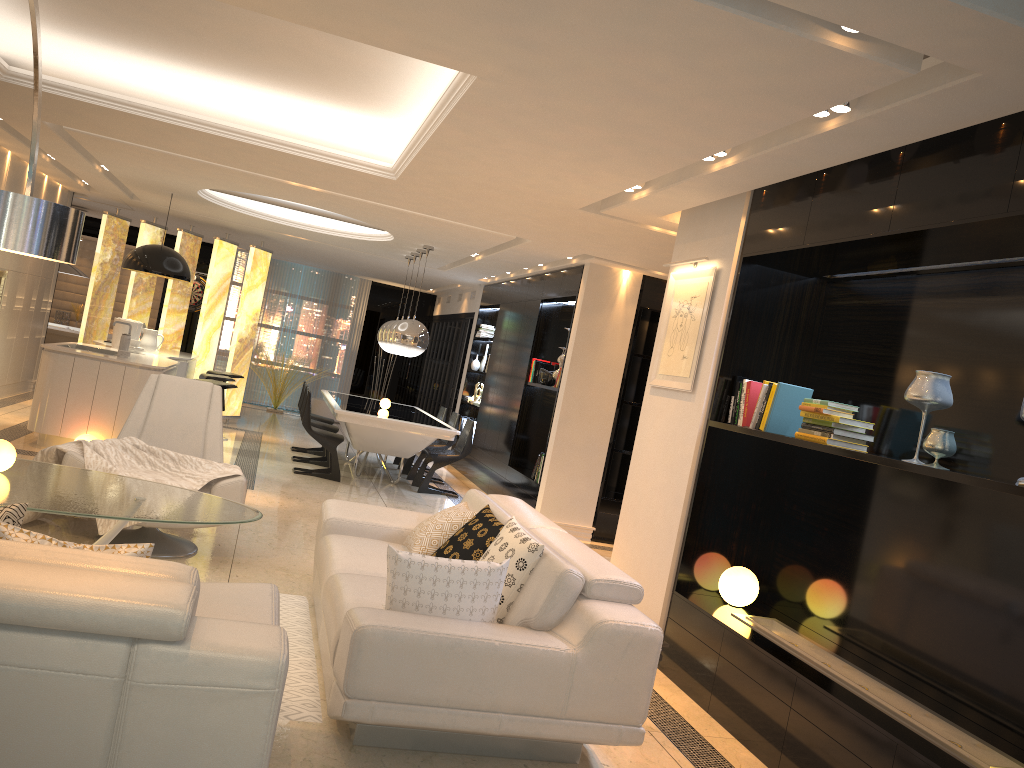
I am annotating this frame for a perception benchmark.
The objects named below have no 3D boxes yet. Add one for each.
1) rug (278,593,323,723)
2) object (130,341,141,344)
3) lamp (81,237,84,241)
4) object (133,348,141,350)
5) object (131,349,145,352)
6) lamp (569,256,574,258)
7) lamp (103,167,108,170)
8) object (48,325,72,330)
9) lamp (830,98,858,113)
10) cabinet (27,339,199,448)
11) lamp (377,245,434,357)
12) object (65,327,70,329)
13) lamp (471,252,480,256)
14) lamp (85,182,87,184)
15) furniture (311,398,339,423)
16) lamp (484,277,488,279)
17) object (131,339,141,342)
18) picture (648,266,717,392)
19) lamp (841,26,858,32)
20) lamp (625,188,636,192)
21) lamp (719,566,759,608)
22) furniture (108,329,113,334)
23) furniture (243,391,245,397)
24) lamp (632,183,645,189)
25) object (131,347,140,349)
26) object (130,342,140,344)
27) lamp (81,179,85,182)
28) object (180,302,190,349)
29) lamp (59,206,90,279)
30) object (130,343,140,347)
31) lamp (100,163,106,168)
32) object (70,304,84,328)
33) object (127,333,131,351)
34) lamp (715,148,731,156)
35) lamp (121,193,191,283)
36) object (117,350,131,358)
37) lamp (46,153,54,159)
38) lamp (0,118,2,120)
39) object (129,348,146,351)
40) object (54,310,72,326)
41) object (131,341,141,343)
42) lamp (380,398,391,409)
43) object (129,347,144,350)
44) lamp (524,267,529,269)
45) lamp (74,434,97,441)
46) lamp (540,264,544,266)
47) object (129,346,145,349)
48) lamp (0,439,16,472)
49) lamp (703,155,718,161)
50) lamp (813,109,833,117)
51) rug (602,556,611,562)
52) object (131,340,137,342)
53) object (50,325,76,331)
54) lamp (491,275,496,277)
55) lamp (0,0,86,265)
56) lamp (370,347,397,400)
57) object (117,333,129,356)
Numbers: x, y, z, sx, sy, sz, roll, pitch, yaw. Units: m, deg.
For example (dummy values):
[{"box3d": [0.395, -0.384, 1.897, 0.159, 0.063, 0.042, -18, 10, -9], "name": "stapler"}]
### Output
[{"box3d": [-2.284, 0.957, 3.757, 2.900, 0.020, 1.661, 11, 1, -15], "name": "rug"}, {"box3d": [-3.926, -0.414, 9.195, 0.138, 0.051, 0.138, 12, 1, 33], "name": "object"}, {"box3d": [-7.694, -2.624, 15.816, 0.107, 0.127, 0.107, 11, 1, -34], "name": "lamp"}, {"box3d": [-3.935, -0.369, 9.195, 0.229, 0.016, 0.229, 12, 1, 15], "name": "object"}, {"box3d": [-3.938, -0.352, 9.196, 0.264, 0.033, 0.264, 12, 1, 44], "name": "object"}, {"box3d": [0.564, -1.292, 8.670, 0.107, 0.127, 0.107, 11, 1, -34], "name": "lamp"}, {"box3d": [-4.094, -2.234, 9.004, 0.107, 0.127, 0.107, 11, 1, -34], "name": "lamp"}, {"box3d": [-7.335, -0.947, 13.048, 1.605, 0.026, 0.028, 11, 1, -35], "name": "object"}, {"box3d": [1.247, -1.089, 3.338, 0.107, 0.127, 0.107, 11, 1, -34], "name": "lamp"}, {"box3d": [-4.134, 0.080, 9.521, 1.046, 0.887, 3.752, 11, 1, -15], "name": "cabinet"}, {"box3d": [-1.205, -0.939, 10.327, 0.408, 1.226, 1.827, 11, 1, -15], "name": "lamp"}, {"box3d": [-6.703, -0.837, 13.371, 0.057, 0.057, 0.057, 12, 1, 45], "name": "object"}, {"box3d": [-0.419, -1.503, 9.928, 0.107, 0.127, 0.271, 11, 1, -15], "name": "lamp"}, {"box3d": [-5.030, -2.438, 10.551, 0.107, 0.127, 0.107, 11, 1, -19], "name": "lamp"}, {"box3d": [-3.247, 0.464, 15.852, 0.735, 0.357, 0.735, 11, 1, -43], "name": "furniture"}, {"box3d": [-0.367, -1.515, 12.219, 0.107, 0.127, 0.107, 11, 1, -34], "name": "lamp"}, {"box3d": [-3.923, -0.430, 9.195, 0.138, 0.051, 0.138, 12, 1, 33], "name": "object"}, {"box3d": [1.024, -0.328, 5.335, 0.027, 0.729, 0.610, 11, 1, -15], "name": "picture"}, {"box3d": [1.047, -1.135, 2.685, 0.107, 0.127, 0.107, 11, 1, -34], "name": "lamp"}, {"box3d": [0.712, -1.229, 5.368, 0.107, 0.127, 0.107, 11, 1, -4], "name": "lamp"}, {"box3d": [1.229, 1.098, 4.809, 0.212, 0.214, 0.213, 12, 1, 24], "name": "lamp"}, {"box3d": [-7.108, -0.543, 15.859, 1.312, 0.810, 1.107, 11, 1, -15], "name": "furniture"}, {"box3d": [-5.046, 0.106, 15.454, 0.735, 0.357, 0.735, 11, 1, -13], "name": "furniture"}, {"box3d": [0.742, -1.222, 5.257, 0.107, 0.127, 0.107, 11, 1, -4], "name": "lamp"}, {"box3d": [-3.933, -0.378, 9.195, 0.229, 0.016, 0.229, 12, 1, 15], "name": "object"}, {"box3d": [-3.927, -0.408, 9.195, 0.138, 0.051, 0.138, 12, 1, 33], "name": "object"}, {"box3d": [-4.989, -2.428, 10.392, 0.107, 0.127, 0.107, 11, 1, -34], "name": "lamp"}, {"box3d": [-5.670, -0.653, 15.171, 0.026, 1.605, 0.027, 12, 1, 23], "name": "object"}, {"box3d": [-7.060, -2.239, 13.202, 1.578, 0.995, 0.939, 11, 1, -15], "name": "lamp"}, {"box3d": [-3.928, -0.402, 9.195, 0.138, 0.051, 0.138, 12, 1, 33], "name": "object"}, {"box3d": [-4.052, -2.224, 8.846, 0.107, 0.127, 0.107, 11, 1, -34], "name": "lamp"}, {"box3d": [-7.802, -1.095, 15.962, 0.390, 0.718, 0.388, 11, 1, -24], "name": "object"}, {"box3d": [-3.613, -0.367, 8.290, 0.071, 0.219, 0.071, 11, 1, -39], "name": "object"}, {"box3d": [1.004, -1.159, 4.255, 0.107, 0.127, 0.107, 11, 1, -34], "name": "lamp"}, {"box3d": [-3.743, -1.611, 9.548, 0.710, 0.898, 0.710, 11, 1, -5], "name": "lamp"}, {"box3d": [-3.551, -0.272, 8.114, 0.111, 0.062, 0.111, 11, 1, 6], "name": "object"}, {"box3d": [-4.600, -2.335, 8.911, 0.107, 0.127, 0.270, 11, 1, -15], "name": "lamp"}, {"box3d": [-4.174, -2.233, 7.284, 0.107, 0.127, 0.107, 11, 1, -26], "name": "lamp"}, {"box3d": [-3.937, -0.358, 9.196, 0.264, 0.033, 0.264, 12, 1, 44], "name": "object"}, {"box3d": [-8.105, -1.062, 15.938, 0.247, 0.522, 0.124, 11, 1, -15], "name": "object"}, {"box3d": [-3.925, -0.419, 9.195, 0.138, 0.051, 0.138, 12, 1, 33], "name": "object"}, {"box3d": [-1.458, 0.226, 10.211, 0.125, 0.125, 0.125, 12, 1, 35], "name": "lamp"}, {"box3d": [-3.934, -0.374, 9.195, 0.229, 0.016, 0.229, 12, 1, 15], "name": "object"}, {"box3d": [0.158, -1.389, 10.216, 0.107, 0.127, 0.107, 11, 1, -34], "name": "lamp"}, {"box3d": [-3.662, 0.537, 7.627, 0.213, 0.214, 0.212, 12, 1, 35], "name": "lamp"}, {"box3d": [0.310, -1.353, 9.639, 0.107, 0.127, 0.107, 11, 1, -34], "name": "lamp"}, {"box3d": [-3.932, -0.383, 9.195, 0.229, 0.016, 0.229, 12, 1, 15], "name": "object"}, {"box3d": [-2.216, 0.308, 3.817, 0.143, 0.143, 0.143, 11, 1, -31], "name": "lamp"}, {"box3d": [0.973, -1.167, 4.373, 0.107, 0.127, 0.107, 11, 1, -4], "name": "lamp"}, {"box3d": [1.212, -1.110, 3.462, 0.107, 0.127, 0.107, 11, 1, -34], "name": "lamp"}, {"box3d": [2.979, 1.977, 7.719, 5.025, 0.015, 1.526, 11, 1, -15], "name": "rug"}, {"box3d": [-3.924, -0.425, 9.195, 0.138, 0.051, 0.138, 12, 1, 33], "name": "object"}, {"box3d": [-7.438, -0.971, 13.416, 1.605, 0.026, 0.028, 11, 1, -10], "name": "object"}, {"box3d": [-0.253, -1.488, 11.786, 0.107, 0.127, 0.107, 11, 1, -34], "name": "lamp"}, {"box3d": [-1.689, -0.191, 2.530, 0.393, 2.519, 2.009, 11, 1, -15], "name": "lamp"}, {"box3d": [-2.396, -0.104, 16.292, 0.418, 1.801, 0.200, 11, 1, -15], "name": "lamp"}, {"box3d": [-3.586, -0.360, 8.187, 0.071, 0.219, 0.071, 11, 1, -24], "name": "object"}]
